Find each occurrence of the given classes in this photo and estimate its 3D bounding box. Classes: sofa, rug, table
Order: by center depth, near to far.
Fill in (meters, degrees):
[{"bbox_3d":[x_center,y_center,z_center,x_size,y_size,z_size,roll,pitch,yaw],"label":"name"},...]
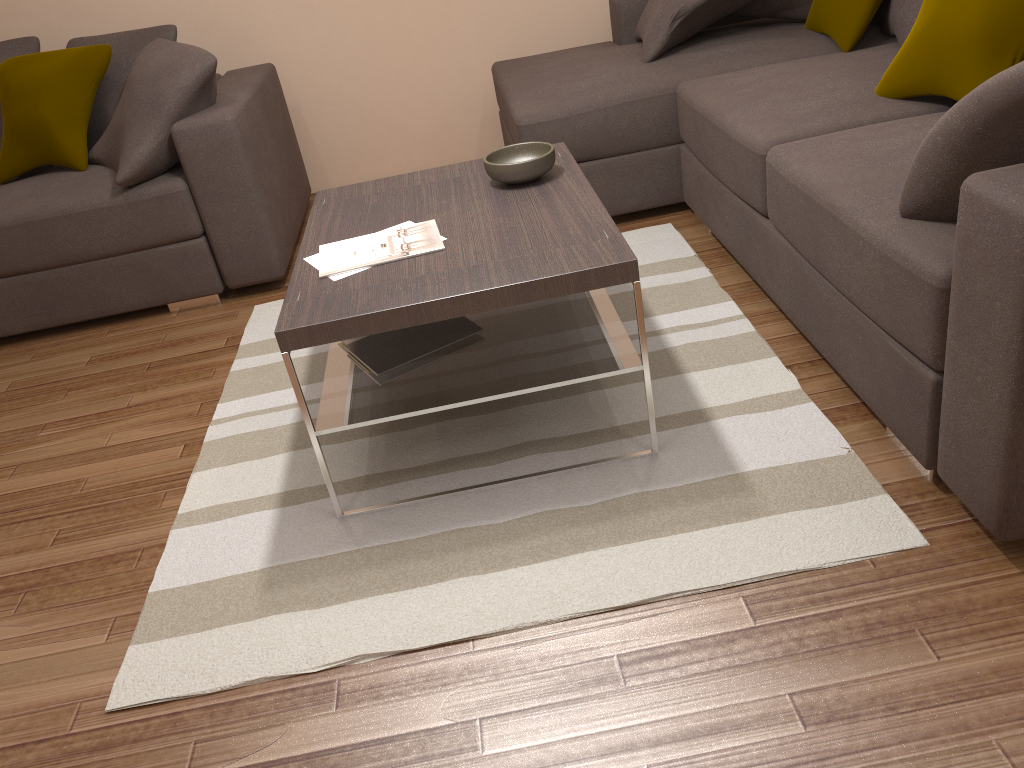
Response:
[{"bbox_3d":[-0.139,-0.233,2.666,0.856,0.558,1.110,-11,30,0],"label":"table"},{"bbox_3d":[-0.095,0.010,2.796,1.791,0.024,2.122,-11,30,0],"label":"rug"},{"bbox_3d":[1.027,-0.857,3.162,1.906,0.776,3.565,-11,30,0],"label":"sofa"},{"bbox_3d":[-2.788,-0.506,3.868,3.565,0.776,1.906,-11,30,0],"label":"sofa"}]

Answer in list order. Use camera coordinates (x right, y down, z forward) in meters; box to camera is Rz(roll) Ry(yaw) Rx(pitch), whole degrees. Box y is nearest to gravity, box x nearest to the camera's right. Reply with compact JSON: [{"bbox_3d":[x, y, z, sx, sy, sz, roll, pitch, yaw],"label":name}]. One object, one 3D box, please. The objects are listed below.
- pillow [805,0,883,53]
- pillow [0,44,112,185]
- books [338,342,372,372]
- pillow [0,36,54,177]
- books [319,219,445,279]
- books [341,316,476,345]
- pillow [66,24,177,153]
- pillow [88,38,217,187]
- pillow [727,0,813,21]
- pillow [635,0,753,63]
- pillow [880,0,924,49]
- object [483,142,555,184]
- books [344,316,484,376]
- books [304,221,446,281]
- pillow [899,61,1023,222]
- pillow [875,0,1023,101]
[{"bbox_3d":[1.412,-1.635,3.607,0.335,0.486,0.631,-10,30,2],"label":"pillow"},{"bbox_3d":[-2.033,-1.203,3.950,0.658,0.492,0.382,1,32,21],"label":"pillow"},{"bbox_3d":[-0.311,-0.134,2.583,0.332,0.013,0.241,-24,32,-22],"label":"books"},{"bbox_3d":[-2.574,-1.256,4.192,0.783,0.590,0.459,-9,30,4],"label":"pillow"},{"bbox_3d":[-0.358,-0.368,2.403,0.332,0.010,0.241,-14,30,-5],"label":"books"},{"bbox_3d":[-0.305,-0.150,2.586,0.332,0.008,0.241,-24,32,-22],"label":"books"},{"bbox_3d":[-1.864,-1.311,4.206,0.811,0.635,0.399,13,37,36],"label":"pillow"},{"bbox_3d":[-1.529,-1.154,3.732,0.560,0.470,0.749,-27,33,-25],"label":"pillow"},{"bbox_3d":[1.180,-1.979,4.031,0.806,0.578,0.483,15,38,38],"label":"pillow"},{"bbox_3d":[0.844,-1.714,3.913,0.645,0.415,0.792,-9,30,4],"label":"pillow"},{"bbox_3d":[1.660,-1.572,3.334,0.431,0.576,0.787,-4,30,13],"label":"pillow"},{"bbox_3d":[0.027,-0.667,2.710,0.219,0.081,0.219,-9,30,4],"label":"object"},{"bbox_3d":[-0.281,-0.129,2.525,0.332,0.008,0.241,-25,32,-22],"label":"books"},{"bbox_3d":[-0.374,-0.364,2.414,0.332,0.008,0.241,-25,32,-22],"label":"books"},{"bbox_3d":[1.250,-0.524,1.740,0.749,0.470,0.560,-13,30,-4],"label":"pillow"},{"bbox_3d":[1.380,-1.037,2.526,0.382,0.492,0.658,-17,30,-10],"label":"pillow"}]
